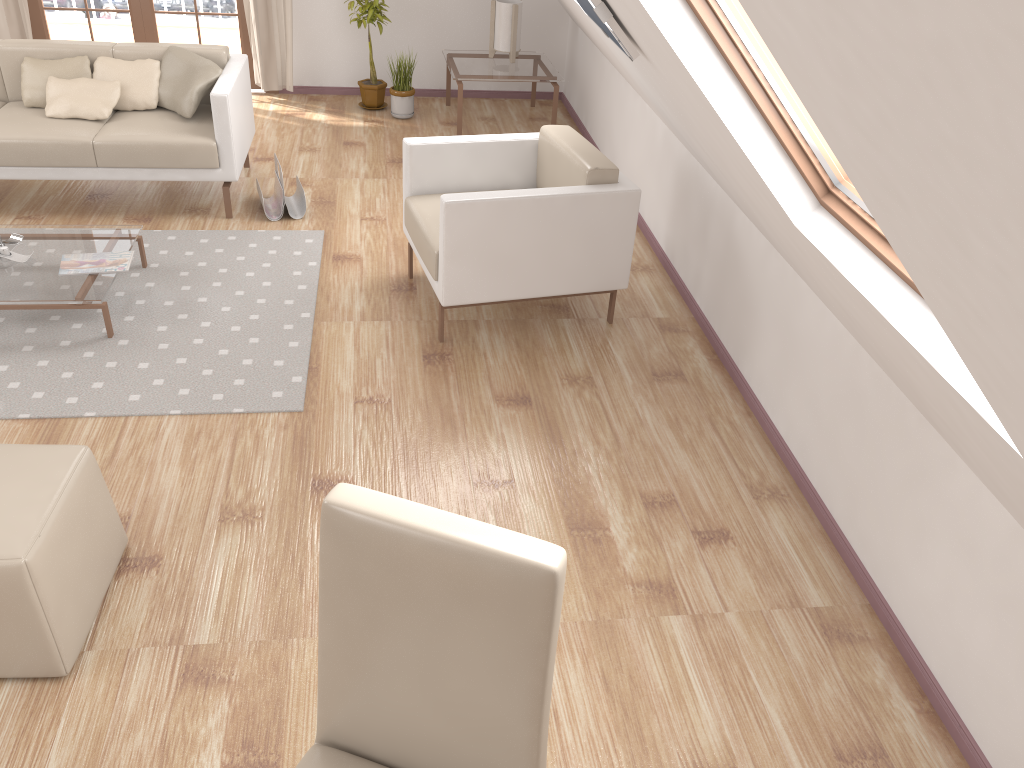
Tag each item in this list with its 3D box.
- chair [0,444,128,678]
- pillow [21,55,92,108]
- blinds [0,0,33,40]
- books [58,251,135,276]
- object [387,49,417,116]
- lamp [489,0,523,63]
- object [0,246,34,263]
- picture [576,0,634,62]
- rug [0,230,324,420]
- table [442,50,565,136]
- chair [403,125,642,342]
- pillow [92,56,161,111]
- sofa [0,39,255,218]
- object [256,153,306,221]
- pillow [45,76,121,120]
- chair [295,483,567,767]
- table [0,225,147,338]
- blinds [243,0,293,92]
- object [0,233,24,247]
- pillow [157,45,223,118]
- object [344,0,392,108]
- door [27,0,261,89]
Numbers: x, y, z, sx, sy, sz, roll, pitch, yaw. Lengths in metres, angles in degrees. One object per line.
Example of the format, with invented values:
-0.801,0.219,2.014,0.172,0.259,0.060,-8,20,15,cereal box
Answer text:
-1.335,0.423,2.257,0.506,0.394,0.506,1,33,-5,chair
-2.342,-1.552,4.554,0.351,0.235,0.185,1,33,-5,pillow
-3.387,-2.982,5.592,0.423,2.130,0.120,-3,34,-10,blinds
-1.708,-0.499,3.646,0.280,0.005,0.192,-6,34,-15,books
-0.745,-2.072,6.070,0.234,0.480,0.209,-23,42,-35,object
-0.036,-2.419,6.063,0.221,0.375,0.180,18,35,20,lamp
-2.037,-0.532,3.621,0.143,0.052,0.064,-1,33,-8,object
-0.033,-1.341,2.394,0.683,0.738,0.650,-1,33,-8,picture
-2.237,-0.310,3.649,2.800,0.007,1.600,-1,33,-8,rug
-0.087,-2.008,6.131,0.730,0.390,0.773,-2,34,-9,table
-0.008,-0.673,3.799,0.820,0.706,0.748,-7,35,-16,chair
-2.004,-1.556,4.598,0.351,0.225,0.196,2,33,-4,pillow
-2.349,-1.335,4.571,1.880,0.706,0.820,-1,33,-8,sofa
-1.214,-1.043,4.642,0.212,0.267,0.315,-9,35,-19,object
-2.176,-1.437,4.474,0.363,0.170,0.227,2,33,-4,pillow
-0.226,0.754,1.318,0.477,0.999,0.618,14,34,15,chair
-2.201,-0.424,3.660,1.173,0.190,0.730,-1,33,-8,table
-1.601,-3.003,5.807,0.424,2.129,0.123,-4,34,-12,blinds
-2.134,-0.607,3.725,0.064,0.052,0.143,15,35,17,object
-1.685,-1.567,4.586,0.424,0.276,0.269,29,40,33,pillow
-0.995,-2.357,6.143,0.311,0.846,0.307,-6,34,-15,object
-2.526,-2.974,5.842,1.546,2.001,0.098,-1,33,-8,door
